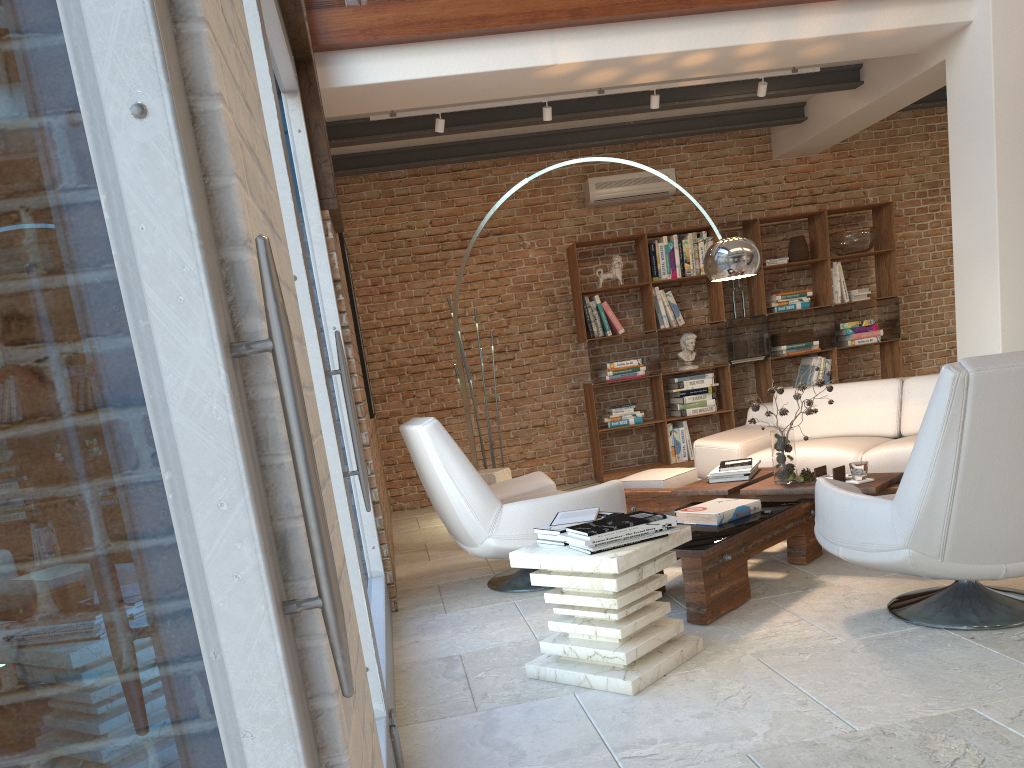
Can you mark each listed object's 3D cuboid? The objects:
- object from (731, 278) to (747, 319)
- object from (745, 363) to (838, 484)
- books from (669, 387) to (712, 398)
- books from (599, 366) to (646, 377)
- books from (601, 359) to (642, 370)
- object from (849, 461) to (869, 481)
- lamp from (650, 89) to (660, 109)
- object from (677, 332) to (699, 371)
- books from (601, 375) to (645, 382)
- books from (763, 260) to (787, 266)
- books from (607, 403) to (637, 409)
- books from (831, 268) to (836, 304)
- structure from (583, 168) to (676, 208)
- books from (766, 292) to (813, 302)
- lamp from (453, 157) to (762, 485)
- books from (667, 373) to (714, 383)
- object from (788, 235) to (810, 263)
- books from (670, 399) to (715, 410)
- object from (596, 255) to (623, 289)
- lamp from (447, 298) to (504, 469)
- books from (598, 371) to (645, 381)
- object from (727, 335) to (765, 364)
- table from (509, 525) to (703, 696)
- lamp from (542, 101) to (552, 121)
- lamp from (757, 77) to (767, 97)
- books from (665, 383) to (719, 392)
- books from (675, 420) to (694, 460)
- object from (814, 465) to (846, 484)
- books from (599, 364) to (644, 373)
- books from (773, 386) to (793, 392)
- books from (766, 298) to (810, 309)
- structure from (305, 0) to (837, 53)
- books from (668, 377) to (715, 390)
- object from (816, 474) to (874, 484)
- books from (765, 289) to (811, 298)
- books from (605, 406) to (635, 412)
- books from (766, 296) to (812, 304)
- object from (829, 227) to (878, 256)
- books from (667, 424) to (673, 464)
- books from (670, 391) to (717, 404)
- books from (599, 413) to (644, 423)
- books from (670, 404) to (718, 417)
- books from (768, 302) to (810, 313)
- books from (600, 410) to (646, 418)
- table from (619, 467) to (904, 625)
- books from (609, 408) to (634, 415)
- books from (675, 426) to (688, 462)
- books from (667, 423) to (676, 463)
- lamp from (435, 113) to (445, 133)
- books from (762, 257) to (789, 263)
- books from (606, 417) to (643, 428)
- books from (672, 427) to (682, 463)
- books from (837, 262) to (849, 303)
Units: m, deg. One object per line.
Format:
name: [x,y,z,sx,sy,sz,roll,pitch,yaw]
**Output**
object: [2.110,-0.817,8.142,0.121,0.409,0.060,-9,11,-4]
object: [1.522,0.197,4.587,0.531,0.622,0.315,-13,10,-36]
books: [1.690,0.076,8.268,0.324,0.057,0.251,-9,1,-12]
books: [1.028,-0.116,8.147,0.377,0.037,0.241,-9,1,-13]
books: [1.022,-0.184,8.152,0.326,0.057,0.250,-8,1,-5]
object: [1.709,0.430,4.290,0.091,0.087,0.089,-3,8,42]
lamp: [0.963,-1.913,5.880,0.060,0.132,0.084,-9,8,-6]
object: [1.649,-0.307,8.211,0.197,0.359,0.188,-7,9,8]
books: [1.034,-0.050,8.173,0.354,0.021,0.268,-8,1,-7]
books: [2.442,-1.119,8.133,0.205,0.034,0.130,-8,2,-7]
books: [1.032,0.205,8.223,0.251,0.017,0.159,-8,1,-7]
books: [2.983,-0.913,8.298,0.055,0.337,0.249,-10,8,-8]
structure: [1.081,-1.798,7.992,0.810,0.225,0.196,-8,7,-7]
books: [2.608,-0.821,8.251,0.377,0.037,0.241,-9,1,-13]
lamp: [0.557,-0.168,5.427,2.043,2.408,0.308,-4,11,28]
books: [1.688,-0.059,8.270,0.378,0.037,0.240,-8,1,-7]
object: [2.672,-1.254,8.140,0.193,0.238,0.188,-2,9,40]
books: [1.719,0.195,8.320,0.361,0.057,0.278,-8,1,-5]
object: [0.891,-1.025,7.931,0.252,0.290,0.127,-8,9,1]
lamp: [-0.274,0.191,7.365,0.408,1.865,0.198,-16,13,-36]
books: [1.022,-0.078,8.160,0.377,0.037,0.241,-8,1,-12]
object: [2.174,-0.326,8.257,0.334,0.238,0.278,-9,5,-7]
table: [0.367,0.836,3.337,0.496,0.516,0.482,-2,8,42]
lamp: [0.233,-1.810,5.793,0.060,0.124,0.084,-9,8,-6]
lamp: [1.714,-2.031,5.977,0.061,0.118,0.092,-8,7,-1]
books: [1.699,0.036,8.275,0.443,0.021,0.268,-8,1,-7]
books: [1.660,0.537,8.385,0.079,0.394,0.238,-10,8,-8]
object: [1.599,0.457,4.387,0.092,0.084,0.114,-12,6,-36]
books: [1.019,-0.144,8.161,0.354,0.021,0.268,-8,1,-9]
books: [2.610,0.051,8.434,0.131,0.034,0.203,-9,1,-13]
books: [2.596,-0.763,8.277,0.378,0.037,0.240,-8,1,-7]
structure: [4.328,-1.586,1.718,10.117,4.231,13.634,-9,2,-8]
books: [1.699,-0.008,8.285,0.377,0.066,0.241,-9,2,-13]
object: [1.718,0.464,4.380,0.266,0.035,0.249,-9,1,-35]
books: [2.599,-0.849,8.264,0.354,0.021,0.268,-8,1,-9]
books: [1.024,0.233,8.247,0.235,0.019,0.169,-9,1,-14]
books: [2.609,-0.793,8.264,0.377,0.019,0.241,-9,1,-14]
object: [3.228,-1.331,8.249,0.441,0.224,0.424,-6,4,34]
books: [1.465,0.568,8.339,0.036,0.393,0.238,-10,8,-8]
books: [1.724,0.133,8.294,0.375,0.066,0.242,-9,2,-20]
books: [1.030,0.314,8.242,0.378,0.037,0.240,-8,1,-7]
books: [1.731,0.255,8.314,0.377,0.066,0.241,-9,2,-13]
books: [2.624,-0.720,8.281,0.327,0.057,0.249,-8,1,3]
books: [1.043,0.284,8.228,0.377,0.019,0.241,-9,1,-14]
table: [1.240,0.726,4.486,2.214,0.439,1.924,-7,2,43]
books: [1.034,0.258,8.246,0.205,0.034,0.130,-8,2,-7]
books: [1.606,0.574,8.362,0.055,0.337,0.249,-10,8,-8]
books: [1.499,0.563,8.359,0.036,0.393,0.238,-10,8,-8]
lamp: [-0.474,-1.702,5.708,0.058,0.132,0.086,-15,11,-37]
books: [2.432,-1.145,8.134,0.235,0.019,0.169,-9,1,-14]
books: [1.058,0.357,8.245,0.327,0.057,0.249,-8,1,3]
books: [1.550,0.583,8.361,0.057,0.338,0.249,-10,8,-8]
books: [3.105,-0.960,8.329,0.101,0.393,0.238,-9,8,-8]
